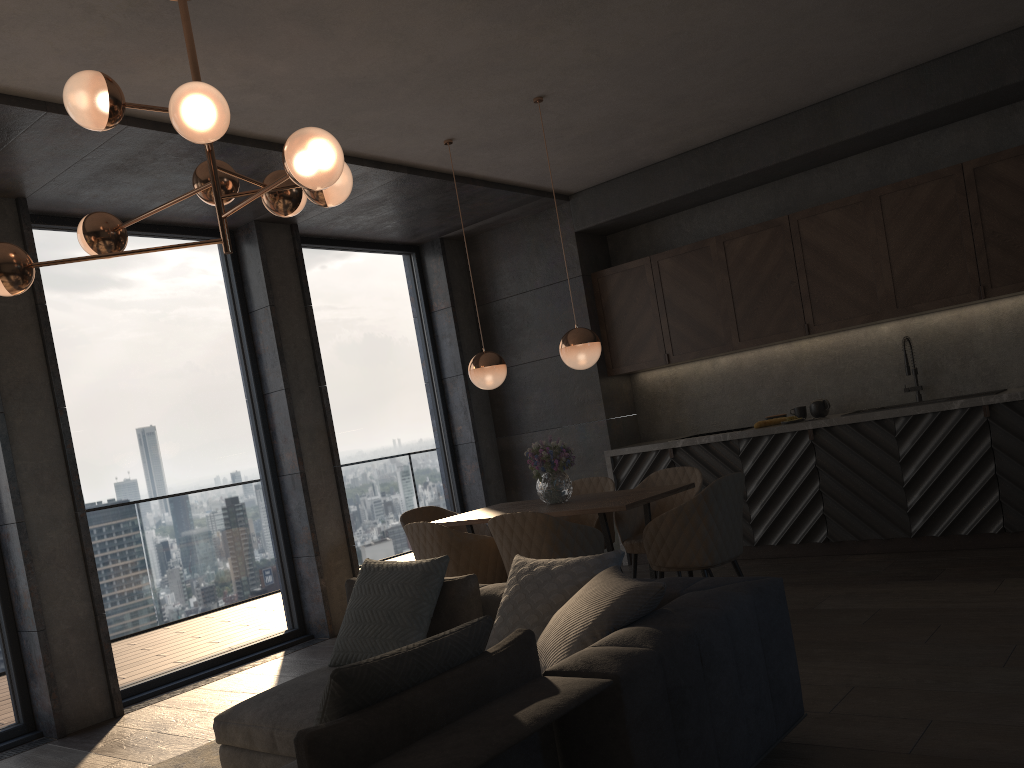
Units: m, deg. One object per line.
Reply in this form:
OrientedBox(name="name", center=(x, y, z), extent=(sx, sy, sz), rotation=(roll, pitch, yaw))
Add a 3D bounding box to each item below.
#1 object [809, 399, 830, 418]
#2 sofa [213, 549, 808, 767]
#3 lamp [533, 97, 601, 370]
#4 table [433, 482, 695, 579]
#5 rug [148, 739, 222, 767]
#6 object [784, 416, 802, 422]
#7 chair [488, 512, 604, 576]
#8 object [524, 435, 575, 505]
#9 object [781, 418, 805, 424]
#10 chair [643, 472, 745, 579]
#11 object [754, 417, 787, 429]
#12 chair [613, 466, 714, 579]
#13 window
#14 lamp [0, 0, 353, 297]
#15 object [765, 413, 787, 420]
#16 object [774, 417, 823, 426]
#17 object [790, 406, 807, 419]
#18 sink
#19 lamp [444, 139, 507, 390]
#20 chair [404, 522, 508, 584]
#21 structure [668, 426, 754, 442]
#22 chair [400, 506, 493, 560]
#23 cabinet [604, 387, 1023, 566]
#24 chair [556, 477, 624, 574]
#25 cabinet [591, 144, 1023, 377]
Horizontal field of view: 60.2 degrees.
OrientedBox(name="object", center=(2.245, 0.179, 6.447), extent=(0.136, 0.137, 0.152), rotation=(-10, -1, 11))
OrientedBox(name="sofa", center=(-0.629, 1.102, 2.623), extent=(2.039, 0.785, 2.889), rotation=(-12, -3, 38))
OrientedBox(name="lamp", center=(0.277, -0.844, 4.997), extent=(0.240, 1.548, 0.237), rotation=(-9, 2, 14))
OrientedBox(name="table", center=(0.316, 1.093, 5.259), extent=(1.478, 0.770, 0.763), rotation=(-11, -1, 39))
OrientedBox(name="rug", center=(-1.457, 1.649, 2.831), extent=(1.743, 0.020, 3.120), rotation=(-12, -4, 39))
OrientedBox(name="object", center=(2.039, 0.255, 6.412), extent=(0.121, 0.045, 0.115), rotation=(-12, -3, 44))
OrientedBox(name="chair", center=(0.216, 1.040, 4.611), extent=(0.559, 0.838, 0.506), rotation=(-9, 1, 33))
OrientedBox(name="object", center=(0.243, 0.507, 5.254), extent=(0.298, 0.410, 0.327), rotation=(-10, 0, 9))
OrientedBox(name="object", center=(2.041, 0.272, 6.413), extent=(0.169, 0.020, 0.171), rotation=(-8, -3, -26))
OrientedBox(name="chair", center=(1.000, 0.908, 4.659), extent=(0.514, 0.838, 0.550), rotation=(-9, 1, 43))
OrientedBox(name="object", center=(1.931, 0.284, 6.535), extent=(0.300, 0.055, 0.071), rotation=(-9, -1, -10))
OrientedBox(name="chair", center=(0.955, 0.959, 5.452), extent=(0.559, 0.838, 0.506), rotation=(-9, 1, 38))
OrientedBox(name="window", center=(-2.830, 0.493, 5.089), extent=(0.200, 3.004, 7.211), rotation=(-8, -1, 39))
OrientedBox(name="lamp", center=(-1.187, -0.939, 3.340), extent=(1.469, 1.041, 1.010), rotation=(-10, -1, 15))
OrientedBox(name="object", center=(1.998, 0.266, 6.667), extent=(0.158, 0.068, 0.116), rotation=(-11, -2, 24))
OrientedBox(name="object", center=(2.024, 0.278, 6.479), extent=(0.493, 0.040, 0.282), rotation=(-12, -4, 34))
OrientedBox(name="object", center=(2.132, 0.221, 6.546), extent=(0.111, 0.104, 0.091), rotation=(-10, 0, -19))
OrientedBox(name="sink", center=(2.743, -0.064, 5.954), extent=(0.969, 0.548, 0.457), rotation=(-11, -1, 39))
OrientedBox(name="lamp", center=(-0.261, -0.727, 5.438), extent=(0.240, 1.548, 0.237), rotation=(-8, 3, 44))
OrientedBox(name="chair", center=(-0.257, 1.143, 4.993), extent=(0.506, 0.838, 0.559), rotation=(-10, 1, -42))
OrientedBox(name="structure", center=(1.608, 0.388, 6.888), extent=(0.615, 0.017, 0.500), rotation=(-12, -4, 39))
OrientedBox(name="chair", center=(-0.394, 1.213, 5.838), extent=(0.514, 0.838, 0.550), rotation=(-9, 1, 43))
OrientedBox(name="cabinet", center=(2.318, 0.714, 6.370), extent=(3.418, 0.952, 0.595), rotation=(-12, -1, 39))
OrientedBox(name="chair", center=(0.469, 1.067, 5.879), extent=(0.559, 0.838, 0.506), rotation=(-9, 1, 33))
OrientedBox(name="cabinet", center=(2.134, -0.783, 6.406), extent=(3.419, 0.867, 0.366), rotation=(-12, 0, 39))
